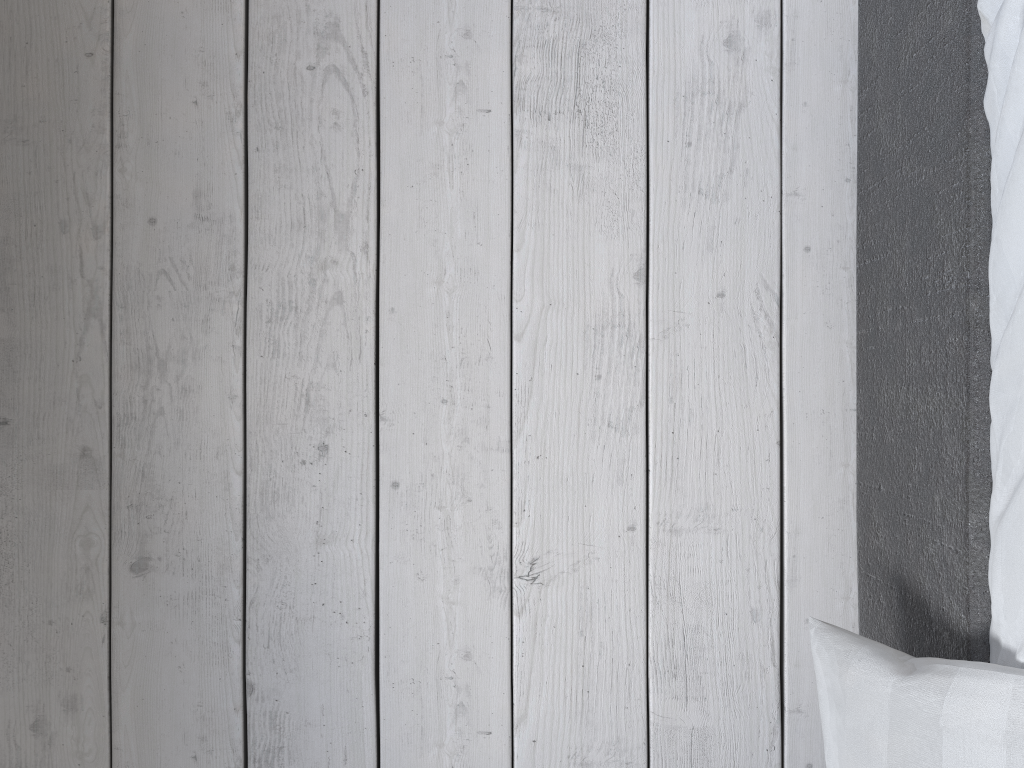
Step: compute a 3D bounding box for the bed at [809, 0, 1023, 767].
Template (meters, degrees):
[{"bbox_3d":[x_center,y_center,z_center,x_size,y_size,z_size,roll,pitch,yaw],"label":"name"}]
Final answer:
[{"bbox_3d":[1.246,0.523,0.558,1.888,1.168,2.176,0,90,0],"label":"bed"}]
